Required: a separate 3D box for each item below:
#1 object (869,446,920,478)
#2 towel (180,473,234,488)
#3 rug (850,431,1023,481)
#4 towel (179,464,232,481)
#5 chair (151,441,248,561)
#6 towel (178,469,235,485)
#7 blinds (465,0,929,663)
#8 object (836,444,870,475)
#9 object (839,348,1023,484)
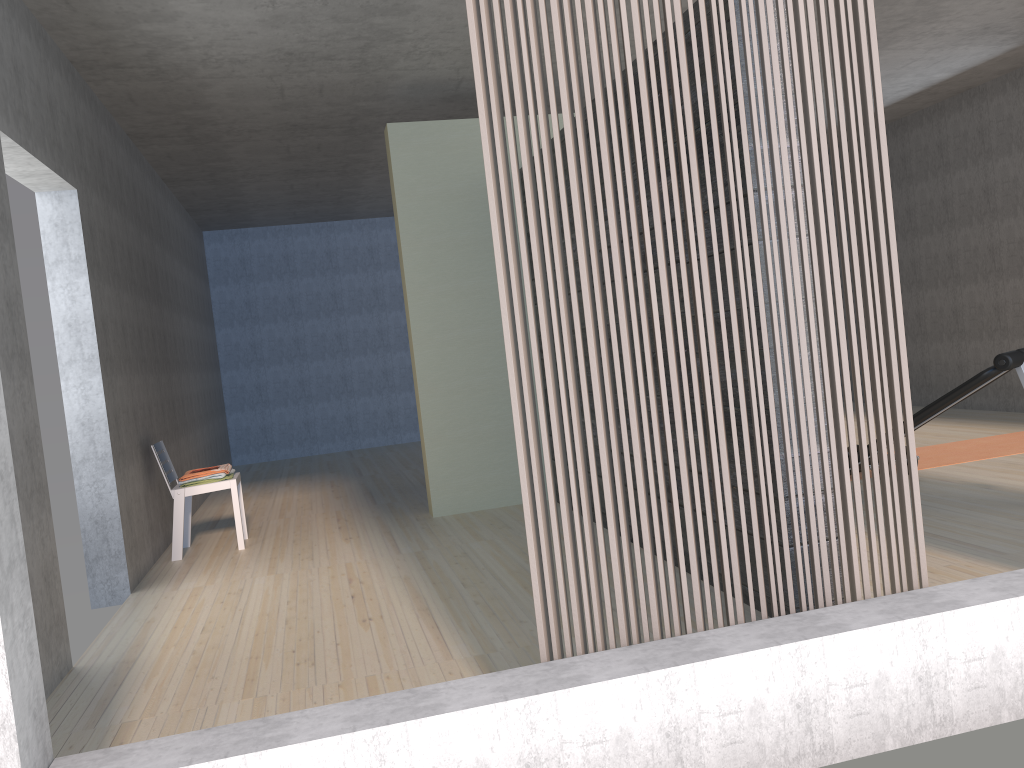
[{"bbox_3d":[2.282,0.471,5.303,0.385,0.176,0.176,-7,3,-21],"label":"object"},{"bbox_3d":[-1.870,0.587,5.459,0.307,0.038,0.297,-7,3,-14],"label":"towel"},{"bbox_3d":[2.536,0.505,5.809,2.779,0.002,0.716,-7,2,-13],"label":"rug"},{"bbox_3d":[-1.881,0.543,5.457,0.294,0.046,0.297,-7,2,-13],"label":"towel"},{"bbox_3d":[-1.913,0.678,5.458,0.457,0.697,0.417,-7,2,-13],"label":"chair"},{"bbox_3d":[-1.880,0.567,5.463,0.306,0.047,0.297,-7,2,-8],"label":"towel"},{"bbox_3d":[0.486,-0.493,2.282,1.133,2.744,0.069,-7,2,-13],"label":"blinds"},{"bbox_3d":[2.084,0.476,5.482,0.385,0.176,0.176,-9,3,-41],"label":"object"},{"bbox_3d":[2.140,0.227,4.530,0.505,0.746,1.312,-9,3,-43],"label":"object"}]
